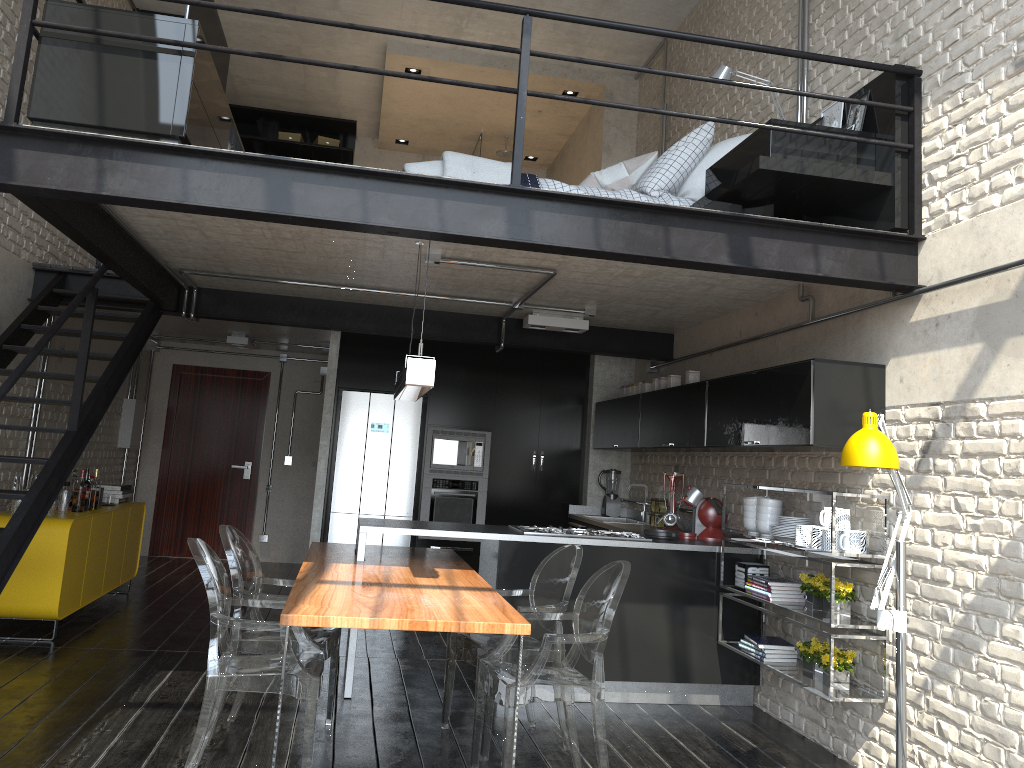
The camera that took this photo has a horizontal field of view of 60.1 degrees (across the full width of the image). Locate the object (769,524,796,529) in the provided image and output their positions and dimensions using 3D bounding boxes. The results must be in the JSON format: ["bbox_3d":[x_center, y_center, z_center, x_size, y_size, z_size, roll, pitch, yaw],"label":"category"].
[{"bbox_3d":[1.503,0.776,4.722,0.250,0.031,0.251,9,-7,-41],"label":"object"}]

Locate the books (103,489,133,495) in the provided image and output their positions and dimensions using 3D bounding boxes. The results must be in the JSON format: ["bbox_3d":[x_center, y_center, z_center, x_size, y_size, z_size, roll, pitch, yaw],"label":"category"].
[{"bbox_3d":[-3.419,0.910,7.525,0.287,0.031,0.348,5,-5,-10],"label":"books"}]

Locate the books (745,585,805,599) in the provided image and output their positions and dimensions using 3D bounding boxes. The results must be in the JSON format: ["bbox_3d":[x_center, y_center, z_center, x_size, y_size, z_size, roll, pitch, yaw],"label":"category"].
[{"bbox_3d":[1.443,1.144,4.867,0.211,0.021,0.290,5,-5,-10],"label":"books"}]

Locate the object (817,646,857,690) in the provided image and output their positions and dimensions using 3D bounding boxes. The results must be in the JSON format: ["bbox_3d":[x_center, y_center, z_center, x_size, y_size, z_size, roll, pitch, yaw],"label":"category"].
[{"bbox_3d":[1.555,1.350,4.232,0.175,0.193,0.181,2,-7,12],"label":"object"}]

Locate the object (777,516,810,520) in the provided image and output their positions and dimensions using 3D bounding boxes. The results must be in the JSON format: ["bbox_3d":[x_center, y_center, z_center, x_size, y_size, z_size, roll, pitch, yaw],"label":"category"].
[{"bbox_3d":[1.507,0.727,4.728,0.170,0.030,0.169,5,-5,-5],"label":"object"}]

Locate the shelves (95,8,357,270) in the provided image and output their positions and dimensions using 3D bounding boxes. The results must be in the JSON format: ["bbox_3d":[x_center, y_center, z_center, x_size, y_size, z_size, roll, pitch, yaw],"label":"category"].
[{"bbox_3d":[-2.870,-1.959,9.556,2.122,2.816,2.655,5,-7,-10],"label":"shelves"}]

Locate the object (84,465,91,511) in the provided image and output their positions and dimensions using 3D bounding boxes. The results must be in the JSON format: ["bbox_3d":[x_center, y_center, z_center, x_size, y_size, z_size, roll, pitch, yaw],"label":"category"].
[{"bbox_3d":[-3.128,0.763,6.480,0.079,0.332,0.079,7,-9,-19],"label":"object"}]

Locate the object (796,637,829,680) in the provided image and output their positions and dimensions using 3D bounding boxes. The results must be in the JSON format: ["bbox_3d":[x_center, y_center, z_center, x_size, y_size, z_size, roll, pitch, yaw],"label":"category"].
[{"bbox_3d":[1.518,1.364,4.410,0.182,0.194,0.173,4,-7,2],"label":"object"}]

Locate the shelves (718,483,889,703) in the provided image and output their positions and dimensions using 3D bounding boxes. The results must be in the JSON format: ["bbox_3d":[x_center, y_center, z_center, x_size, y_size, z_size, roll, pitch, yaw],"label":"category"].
[{"bbox_3d":[1.494,1.025,4.685,0.288,0.935,1.241,5,-7,-10],"label":"shelves"}]

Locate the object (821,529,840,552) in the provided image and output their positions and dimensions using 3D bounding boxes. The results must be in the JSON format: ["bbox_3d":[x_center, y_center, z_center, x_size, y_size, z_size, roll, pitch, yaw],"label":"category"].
[{"bbox_3d":[1.534,0.748,4.235,0.108,0.101,0.082,7,-8,-20],"label":"object"}]

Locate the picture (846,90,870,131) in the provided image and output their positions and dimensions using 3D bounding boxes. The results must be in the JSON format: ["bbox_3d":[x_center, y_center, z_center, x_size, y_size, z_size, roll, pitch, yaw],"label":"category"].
[{"bbox_3d":[1.764,-1.363,4.546,0.055,0.251,0.174,5,-8,-10],"label":"picture"}]

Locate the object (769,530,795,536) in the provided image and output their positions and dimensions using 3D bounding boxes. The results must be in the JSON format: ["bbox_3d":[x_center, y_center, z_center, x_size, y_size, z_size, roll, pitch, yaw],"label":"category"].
[{"bbox_3d":[1.500,0.808,4.717,0.250,0.031,0.251,9,-7,-41],"label":"object"}]

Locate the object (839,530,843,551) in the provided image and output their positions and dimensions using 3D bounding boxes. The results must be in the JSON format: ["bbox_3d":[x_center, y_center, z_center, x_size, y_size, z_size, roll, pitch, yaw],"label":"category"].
[{"bbox_3d":[1.589,0.760,4.322,0.108,0.101,0.082,3,-7,4],"label":"object"}]

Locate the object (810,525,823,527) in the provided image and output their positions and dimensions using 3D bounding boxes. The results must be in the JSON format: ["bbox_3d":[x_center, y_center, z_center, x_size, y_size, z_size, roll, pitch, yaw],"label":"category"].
[{"bbox_3d":[1.563,0.777,4.536,0.083,0.101,0.107,1,-8,24],"label":"object"}]

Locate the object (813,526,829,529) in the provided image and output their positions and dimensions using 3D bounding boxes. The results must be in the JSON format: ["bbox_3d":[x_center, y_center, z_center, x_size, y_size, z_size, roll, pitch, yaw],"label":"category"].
[{"bbox_3d":[1.555,0.767,4.430,0.108,0.101,0.082,7,-8,-20],"label":"object"}]

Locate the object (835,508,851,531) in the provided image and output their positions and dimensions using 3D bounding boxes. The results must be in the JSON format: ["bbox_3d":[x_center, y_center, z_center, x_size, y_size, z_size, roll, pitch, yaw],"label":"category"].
[{"bbox_3d":[1.600,0.655,4.271,0.108,0.101,0.082,7,-8,-20],"label":"object"}]

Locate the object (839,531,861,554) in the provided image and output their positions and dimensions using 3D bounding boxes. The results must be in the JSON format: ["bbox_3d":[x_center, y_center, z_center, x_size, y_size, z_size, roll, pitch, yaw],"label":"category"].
[{"bbox_3d":[1.603,0.751,4.211,0.108,0.101,0.082,3,-7,4],"label":"object"}]

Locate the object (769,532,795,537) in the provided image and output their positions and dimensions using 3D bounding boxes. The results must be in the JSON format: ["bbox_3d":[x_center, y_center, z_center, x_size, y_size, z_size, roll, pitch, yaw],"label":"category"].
[{"bbox_3d":[1.500,0.816,4.715,0.250,0.031,0.251,9,-7,-41],"label":"object"}]

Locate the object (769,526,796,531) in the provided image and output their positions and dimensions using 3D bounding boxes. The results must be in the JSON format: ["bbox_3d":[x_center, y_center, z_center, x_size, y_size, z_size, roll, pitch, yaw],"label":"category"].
[{"bbox_3d":[1.502,0.784,4.720,0.250,0.031,0.251,9,-7,-41],"label":"object"}]

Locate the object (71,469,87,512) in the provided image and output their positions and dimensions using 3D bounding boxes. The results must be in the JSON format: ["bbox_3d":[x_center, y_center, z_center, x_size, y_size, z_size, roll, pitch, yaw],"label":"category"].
[{"bbox_3d":[-3.107,0.767,6.370,0.081,0.311,0.081,7,-9,-18],"label":"object"}]

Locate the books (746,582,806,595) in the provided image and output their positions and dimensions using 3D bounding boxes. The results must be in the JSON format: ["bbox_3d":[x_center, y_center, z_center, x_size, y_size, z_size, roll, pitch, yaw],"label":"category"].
[{"bbox_3d":[1.451,1.125,4.871,0.211,0.021,0.290,5,-5,-12],"label":"books"}]

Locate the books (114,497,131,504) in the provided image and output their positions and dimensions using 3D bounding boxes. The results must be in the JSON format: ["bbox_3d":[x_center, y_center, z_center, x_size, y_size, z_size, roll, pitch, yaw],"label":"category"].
[{"bbox_3d":[-3.422,0.978,7.515,0.259,0.044,0.348,5,-5,-8],"label":"books"}]

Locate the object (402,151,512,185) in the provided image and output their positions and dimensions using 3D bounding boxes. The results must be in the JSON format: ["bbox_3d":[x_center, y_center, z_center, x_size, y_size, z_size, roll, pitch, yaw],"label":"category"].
[{"bbox_3d":[-0.439,-1.041,5.830,0.681,0.665,2.499,5,-5,-9],"label":"object"}]

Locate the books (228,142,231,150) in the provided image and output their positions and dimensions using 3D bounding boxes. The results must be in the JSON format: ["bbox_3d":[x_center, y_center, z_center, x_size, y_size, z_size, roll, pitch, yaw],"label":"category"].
[{"bbox_3d":[-1.737,-1.279,5.184,0.167,0.226,0.968,5,-5,-10],"label":"books"}]

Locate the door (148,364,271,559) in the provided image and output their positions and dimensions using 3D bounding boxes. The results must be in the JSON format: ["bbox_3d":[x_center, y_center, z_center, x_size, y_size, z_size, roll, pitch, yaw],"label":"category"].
[{"bbox_3d":[-3.544,0.917,10.458,1.132,2.236,0.193,5,-9,-9],"label":"door"}]

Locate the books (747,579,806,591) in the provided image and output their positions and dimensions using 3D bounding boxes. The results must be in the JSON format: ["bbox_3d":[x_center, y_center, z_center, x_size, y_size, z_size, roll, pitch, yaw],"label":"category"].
[{"bbox_3d":[1.458,1.106,4.875,0.211,0.021,0.290,5,-5,-9],"label":"books"}]

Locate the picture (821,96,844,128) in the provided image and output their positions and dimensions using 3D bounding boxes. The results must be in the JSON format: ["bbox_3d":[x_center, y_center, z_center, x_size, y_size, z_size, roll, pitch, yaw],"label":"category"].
[{"bbox_3d":[1.729,-1.374,4.814,0.033,0.317,0.224,6,-8,-10],"label":"picture"}]

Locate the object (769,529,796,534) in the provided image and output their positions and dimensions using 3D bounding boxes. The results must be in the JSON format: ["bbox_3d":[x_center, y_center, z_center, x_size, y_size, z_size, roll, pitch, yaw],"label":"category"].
[{"bbox_3d":[1.501,0.800,4.718,0.250,0.031,0.251,9,-7,-41],"label":"object"}]

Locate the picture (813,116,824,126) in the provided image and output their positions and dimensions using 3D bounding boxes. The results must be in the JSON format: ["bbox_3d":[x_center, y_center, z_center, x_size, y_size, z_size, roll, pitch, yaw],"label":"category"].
[{"bbox_3d":[1.678,-1.341,4.999,0.046,0.277,0.242,6,-7,-10],"label":"picture"}]

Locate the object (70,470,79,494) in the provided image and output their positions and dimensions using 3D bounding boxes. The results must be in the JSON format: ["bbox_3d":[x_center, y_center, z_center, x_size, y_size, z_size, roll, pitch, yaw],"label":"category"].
[{"bbox_3d":[-3.245,0.780,6.545,0.114,0.295,0.113,1,-9,18],"label":"object"}]

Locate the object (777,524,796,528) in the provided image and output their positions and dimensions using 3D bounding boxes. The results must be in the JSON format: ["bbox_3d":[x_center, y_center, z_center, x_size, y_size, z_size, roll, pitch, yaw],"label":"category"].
[{"bbox_3d":[1.504,0.770,4.722,0.170,0.030,0.169,5,-5,-5],"label":"object"}]

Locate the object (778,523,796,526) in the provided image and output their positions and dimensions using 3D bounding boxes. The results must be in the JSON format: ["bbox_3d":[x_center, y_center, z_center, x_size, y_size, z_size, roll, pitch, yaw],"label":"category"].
[{"bbox_3d":[1.504,0.761,4.723,0.170,0.030,0.169,5,-5,-5],"label":"object"}]

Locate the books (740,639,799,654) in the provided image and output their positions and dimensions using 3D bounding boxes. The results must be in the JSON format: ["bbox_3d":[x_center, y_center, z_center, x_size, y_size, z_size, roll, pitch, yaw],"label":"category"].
[{"bbox_3d":[1.408,1.440,4.854,0.201,0.024,0.276,5,-5,-12],"label":"books"}]

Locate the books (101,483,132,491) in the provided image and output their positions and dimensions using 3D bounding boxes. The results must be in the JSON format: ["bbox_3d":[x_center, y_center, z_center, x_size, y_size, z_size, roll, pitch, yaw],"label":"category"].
[{"bbox_3d":[-3.410,0.875,7.519,0.258,0.038,0.323,5,-5,-8],"label":"books"}]

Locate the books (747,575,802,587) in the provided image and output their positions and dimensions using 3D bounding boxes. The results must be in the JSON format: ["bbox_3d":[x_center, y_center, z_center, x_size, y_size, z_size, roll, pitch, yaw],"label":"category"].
[{"bbox_3d":[1.454,1.086,4.877,0.211,0.021,0.290,5,-5,-7],"label":"books"}]

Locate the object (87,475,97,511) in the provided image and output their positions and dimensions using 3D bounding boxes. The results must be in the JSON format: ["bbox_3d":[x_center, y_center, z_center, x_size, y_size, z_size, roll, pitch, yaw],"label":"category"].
[{"bbox_3d":[-3.135,0.810,6.577,0.067,0.260,0.098,5,-8,-5],"label":"object"}]

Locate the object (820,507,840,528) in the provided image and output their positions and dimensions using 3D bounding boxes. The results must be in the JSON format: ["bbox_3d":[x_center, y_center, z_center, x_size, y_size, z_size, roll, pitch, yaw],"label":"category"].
[{"bbox_3d":[1.577,0.665,4.402,0.108,0.101,0.082,3,-7,4],"label":"object"}]

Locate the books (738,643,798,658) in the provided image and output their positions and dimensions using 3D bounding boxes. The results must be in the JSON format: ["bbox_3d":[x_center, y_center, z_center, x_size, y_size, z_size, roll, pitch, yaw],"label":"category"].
[{"bbox_3d":[1.401,1.461,4.850,0.200,0.024,0.277,5,-5,-15],"label":"books"}]

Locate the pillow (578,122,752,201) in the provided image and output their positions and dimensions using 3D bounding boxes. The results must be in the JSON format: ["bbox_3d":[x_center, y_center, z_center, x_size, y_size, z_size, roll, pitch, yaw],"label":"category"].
[{"bbox_3d":[0.899,-1.280,6.131,1.142,0.739,2.123,5,-6,-12],"label":"pillow"}]

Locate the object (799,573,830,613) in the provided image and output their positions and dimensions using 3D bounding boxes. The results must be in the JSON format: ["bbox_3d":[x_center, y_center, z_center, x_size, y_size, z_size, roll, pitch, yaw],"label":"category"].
[{"bbox_3d":[1.538,1.047,4.464,0.175,0.193,0.181,2,-7,12],"label":"object"}]

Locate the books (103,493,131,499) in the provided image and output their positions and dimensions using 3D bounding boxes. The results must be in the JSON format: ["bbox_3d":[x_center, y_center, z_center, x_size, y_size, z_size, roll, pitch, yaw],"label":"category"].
[{"bbox_3d":[-3.408,0.941,7.511,0.259,0.031,0.326,5,-5,-12],"label":"books"}]

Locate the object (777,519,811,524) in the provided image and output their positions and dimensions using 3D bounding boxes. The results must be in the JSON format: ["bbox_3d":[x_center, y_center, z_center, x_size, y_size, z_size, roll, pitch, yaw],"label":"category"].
[{"bbox_3d":[1.506,0.744,4.726,0.170,0.030,0.169,5,-5,-5],"label":"object"}]

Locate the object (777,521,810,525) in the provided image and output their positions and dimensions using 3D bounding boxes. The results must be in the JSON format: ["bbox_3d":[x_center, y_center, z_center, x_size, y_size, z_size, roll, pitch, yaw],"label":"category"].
[{"bbox_3d":[1.505,0.752,4.724,0.170,0.030,0.169,5,-5,-5],"label":"object"}]

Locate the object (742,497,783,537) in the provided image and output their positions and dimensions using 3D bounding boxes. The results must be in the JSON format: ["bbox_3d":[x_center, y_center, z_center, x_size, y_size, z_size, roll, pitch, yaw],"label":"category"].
[{"bbox_3d":[1.449,0.763,5.126,0.150,0.218,0.307,6,-7,-13],"label":"object"}]

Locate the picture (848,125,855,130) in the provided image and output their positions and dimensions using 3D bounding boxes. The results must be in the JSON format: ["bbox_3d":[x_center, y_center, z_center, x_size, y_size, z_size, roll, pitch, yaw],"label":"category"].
[{"bbox_3d":[1.727,-1.281,4.562,0.030,0.087,0.095,5,-7,-10],"label":"picture"}]

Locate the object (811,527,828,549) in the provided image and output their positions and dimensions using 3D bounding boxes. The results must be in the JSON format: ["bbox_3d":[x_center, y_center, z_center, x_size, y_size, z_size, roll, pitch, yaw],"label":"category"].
[{"bbox_3d":[1.515,0.757,4.346,0.083,0.101,0.107,1,-8,24],"label":"object"}]

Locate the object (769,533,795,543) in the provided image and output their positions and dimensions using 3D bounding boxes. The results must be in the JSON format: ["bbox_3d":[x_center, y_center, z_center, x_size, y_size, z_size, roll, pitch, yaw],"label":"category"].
[{"bbox_3d":[1.499,0.824,4.714,0.250,0.031,0.251,9,-7,-41],"label":"object"}]

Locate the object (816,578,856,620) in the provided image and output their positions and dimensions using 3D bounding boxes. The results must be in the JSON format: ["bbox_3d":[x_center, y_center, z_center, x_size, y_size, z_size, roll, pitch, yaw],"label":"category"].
[{"bbox_3d":[1.573,1.032,4.278,0.182,0.194,0.173,4,-7,2],"label":"object"}]

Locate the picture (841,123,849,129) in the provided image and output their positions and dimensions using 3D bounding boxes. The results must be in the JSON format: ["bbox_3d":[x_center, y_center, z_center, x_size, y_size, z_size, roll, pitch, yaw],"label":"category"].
[{"bbox_3d":[1.705,-1.290,4.669,0.052,0.122,0.174,5,-6,-10],"label":"picture"}]

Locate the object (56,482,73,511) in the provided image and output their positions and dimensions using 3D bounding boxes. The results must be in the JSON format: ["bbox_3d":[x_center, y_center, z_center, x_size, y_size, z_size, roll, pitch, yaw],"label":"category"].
[{"bbox_3d":[-3.236,0.811,6.411,0.087,0.208,0.086,2,-8,15],"label":"object"}]

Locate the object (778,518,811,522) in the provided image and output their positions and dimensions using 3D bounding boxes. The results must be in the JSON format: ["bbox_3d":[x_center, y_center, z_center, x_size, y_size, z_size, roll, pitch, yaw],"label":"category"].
[{"bbox_3d":[1.506,0.735,4.727,0.170,0.030,0.169,5,-5,-5],"label":"object"}]

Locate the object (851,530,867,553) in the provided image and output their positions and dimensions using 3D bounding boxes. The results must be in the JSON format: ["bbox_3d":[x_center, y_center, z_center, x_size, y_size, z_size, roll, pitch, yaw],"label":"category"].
[{"bbox_3d":[1.675,0.762,4.284,0.083,0.101,0.107,1,-8,24],"label":"object"}]

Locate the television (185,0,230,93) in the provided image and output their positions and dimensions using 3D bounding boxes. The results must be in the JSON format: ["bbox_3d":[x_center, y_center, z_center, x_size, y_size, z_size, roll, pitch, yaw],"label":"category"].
[{"bbox_3d":[-1.866,-1.863,5.286,0.296,0.869,1.309,5,-6,-10],"label":"television"}]

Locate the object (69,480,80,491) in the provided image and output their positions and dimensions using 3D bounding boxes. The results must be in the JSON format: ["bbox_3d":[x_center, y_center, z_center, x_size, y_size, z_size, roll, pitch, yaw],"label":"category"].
[{"bbox_3d":[-3.265,0.829,6.666,0.101,0.213,0.100,3,-8,5],"label":"object"}]

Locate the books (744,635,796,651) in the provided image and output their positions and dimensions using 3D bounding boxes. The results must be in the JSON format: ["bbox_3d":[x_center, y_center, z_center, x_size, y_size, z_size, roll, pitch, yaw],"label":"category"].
[{"bbox_3d":[1.413,1.419,4.858,0.201,0.024,0.276,4,-5,-1],"label":"books"}]

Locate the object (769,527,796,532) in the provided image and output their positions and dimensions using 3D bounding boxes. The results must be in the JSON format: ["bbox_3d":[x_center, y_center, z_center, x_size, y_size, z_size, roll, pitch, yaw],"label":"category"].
[{"bbox_3d":[1.502,0.792,4.719,0.250,0.031,0.251,9,-7,-41],"label":"object"}]

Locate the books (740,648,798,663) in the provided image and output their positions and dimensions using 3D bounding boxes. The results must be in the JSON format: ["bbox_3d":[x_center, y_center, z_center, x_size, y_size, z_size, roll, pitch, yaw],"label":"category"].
[{"bbox_3d":[1.405,1.482,4.848,0.201,0.024,0.276,5,-5,-10],"label":"books"}]

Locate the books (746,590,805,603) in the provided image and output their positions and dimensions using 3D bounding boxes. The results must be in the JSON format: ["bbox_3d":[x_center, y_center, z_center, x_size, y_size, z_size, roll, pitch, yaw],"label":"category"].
[{"bbox_3d":[1.448,1.164,4.865,0.211,0.021,0.290,5,-5,-10],"label":"books"}]
